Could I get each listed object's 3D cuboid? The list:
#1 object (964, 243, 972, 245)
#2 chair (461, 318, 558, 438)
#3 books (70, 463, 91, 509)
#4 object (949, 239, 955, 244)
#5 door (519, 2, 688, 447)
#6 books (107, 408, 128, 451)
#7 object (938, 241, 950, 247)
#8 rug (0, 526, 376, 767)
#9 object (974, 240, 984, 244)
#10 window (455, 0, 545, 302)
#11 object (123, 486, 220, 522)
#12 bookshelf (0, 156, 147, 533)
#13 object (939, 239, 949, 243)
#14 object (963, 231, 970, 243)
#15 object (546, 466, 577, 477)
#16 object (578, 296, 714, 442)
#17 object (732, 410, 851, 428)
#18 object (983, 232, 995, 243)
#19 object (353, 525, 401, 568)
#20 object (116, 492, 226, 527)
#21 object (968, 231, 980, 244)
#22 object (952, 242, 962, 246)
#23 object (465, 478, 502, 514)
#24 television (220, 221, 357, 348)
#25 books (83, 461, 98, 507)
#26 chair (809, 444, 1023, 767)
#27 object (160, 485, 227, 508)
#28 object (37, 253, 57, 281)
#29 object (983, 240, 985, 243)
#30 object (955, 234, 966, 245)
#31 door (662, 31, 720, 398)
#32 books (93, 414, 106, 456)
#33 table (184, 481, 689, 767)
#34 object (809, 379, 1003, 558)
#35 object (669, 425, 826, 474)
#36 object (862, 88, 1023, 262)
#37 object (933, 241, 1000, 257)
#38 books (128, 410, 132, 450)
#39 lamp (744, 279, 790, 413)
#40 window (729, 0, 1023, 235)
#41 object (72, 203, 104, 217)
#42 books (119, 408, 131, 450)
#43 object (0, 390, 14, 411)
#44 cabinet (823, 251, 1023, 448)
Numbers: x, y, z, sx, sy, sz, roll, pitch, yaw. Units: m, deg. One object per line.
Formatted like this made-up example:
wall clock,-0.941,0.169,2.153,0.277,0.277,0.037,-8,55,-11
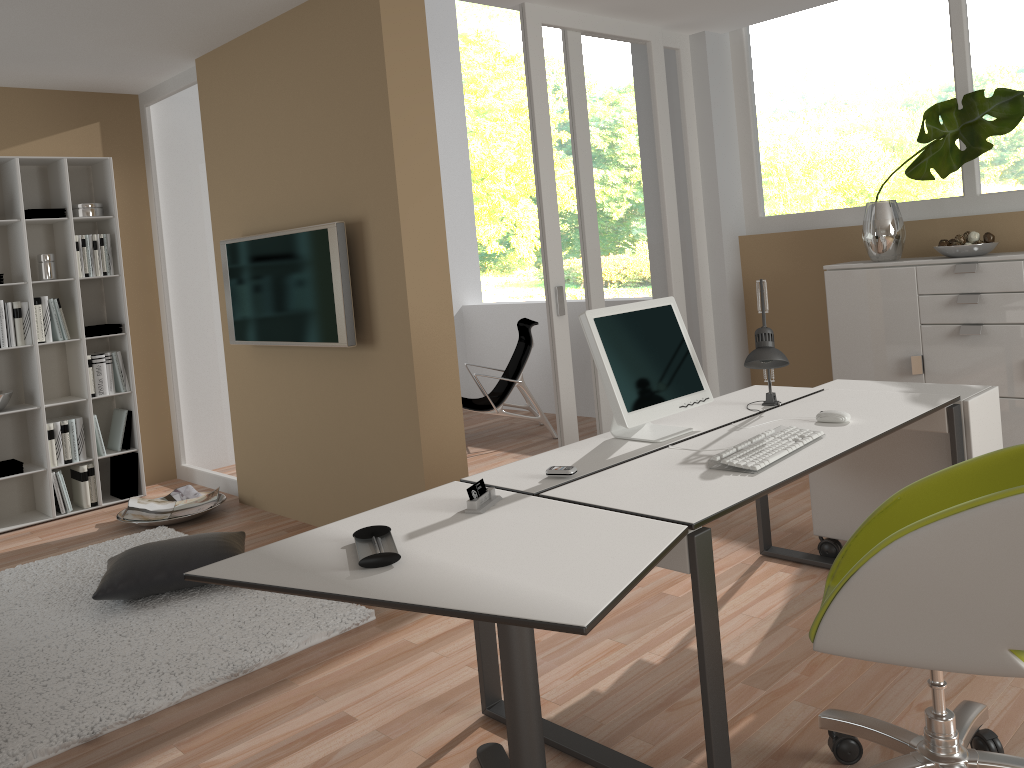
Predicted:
object,2.341,-0.692,4.512,0.054,0.065,0.053,-2,5,37
chair,-0.457,0.013,6.340,1.435,0.821,0.697,-6,4,-8
books,-2.643,0.617,5.391,0.040,0.257,0.207,-7,4,-43
object,2.342,-0.741,4.681,0.054,0.064,0.057,-5,5,6
door,0.602,-0.797,5.049,1.197,2.637,0.060,-8,3,-43
books,-2.507,0.289,5.595,0.086,0.244,0.207,-7,5,-43
object,2.266,-0.718,4.616,0.056,0.061,0.055,-5,5,1
rug,-1.696,0.944,3.541,1.464,0.045,2.024,-13,11,-43
object,2.382,-0.700,4.481,0.054,0.063,0.057,-3,5,24
window,3.484,-3.236,11.631,12.036,5.931,2.096,-1,4,30
object,-1.941,0.698,5.028,0.500,0.096,0.345,-7,8,-13
bookshelf,-2.893,-0.276,5.292,1.048,2.132,0.332,-8,3,-43
object,2.291,-0.734,4.663,0.056,0.064,0.053,-3,5,26
object,2.395,-0.768,4.620,0.053,0.070,0.053,-8,5,-37
object,0.137,0.243,2.443,0.084,0.021,0.048,-1,8,26
object,0.443,-0.051,2.875,0.470,0.429,0.197,-10,5,-43
object,0.900,0.133,2.853,0.369,0.079,0.142,-1,8,25
object,2.419,-0.737,4.464,0.053,0.068,0.053,-8,5,-35
object,-0.301,0.357,1.946,0.090,0.030,0.217,-7,8,-13
object,-1.933,0.728,5.015,0.583,0.063,0.592,-2,9,22
object,2.370,-0.750,4.516,0.051,0.066,0.056,-7,5,-20
object,2.285,-0.697,4.517,0.052,0.065,0.056,-8,5,-30
object,-0.073,0.281,2.234,0.049,0.055,0.132,-3,7,22
television,-1.163,-0.482,4.450,0.055,0.575,1.173,-7,6,-43
books,-2.617,0.610,5.422,0.040,0.257,0.207,-7,4,-43
chair,0.947,0.556,1.906,0.596,0.806,0.628,-4,4,22
object,-1.915,0.701,5.073,0.346,0.096,0.499,-13,11,-43
object,-2.808,-0.704,5.313,0.094,0.161,0.093,-7,4,-29
object,2.436,-0.713,4.510,0.052,0.066,0.057,-3,5,31
object,2.316,-0.742,4.546,0.053,0.063,0.056,-3,5,31
door,0.826,-0.861,5.340,1.197,2.637,0.045,-8,3,-43
books,-2.596,0.312,5.466,0.060,0.259,0.207,-7,4,-43
table,-0.075,0.704,1.907,0.925,0.684,0.819,0,8,44
object,1.497,0.355,3.368,0.311,0.672,0.621,-8,5,-43
object,0.646,0.196,2.591,0.387,0.079,0.461,2,11,41
object,2.270,-1.090,4.642,0.856,0.841,0.267,0,5,44
object,2.361,-0.696,4.574,0.313,0.063,0.318,-4,8,12
books,-2.475,0.287,5.623,0.043,0.237,0.210,-7,4,-43
lamp,0.850,-0.081,2.995,0.140,0.526,0.545,-5,5,12
window,2.730,-1.792,4.516,0.045,1.787,3.632,-7,6,-43
object,-2.666,-1.082,5.520,0.191,0.089,0.194,-5,7,-1
books,-2.480,0.286,5.617,0.043,0.241,0.219,-7,4,-43
object,-3.056,0.115,5.102,0.298,0.106,0.302,-4,8,12
cabinet,2.447,-0.122,4.542,0.420,1.078,1.522,-7,6,-43
